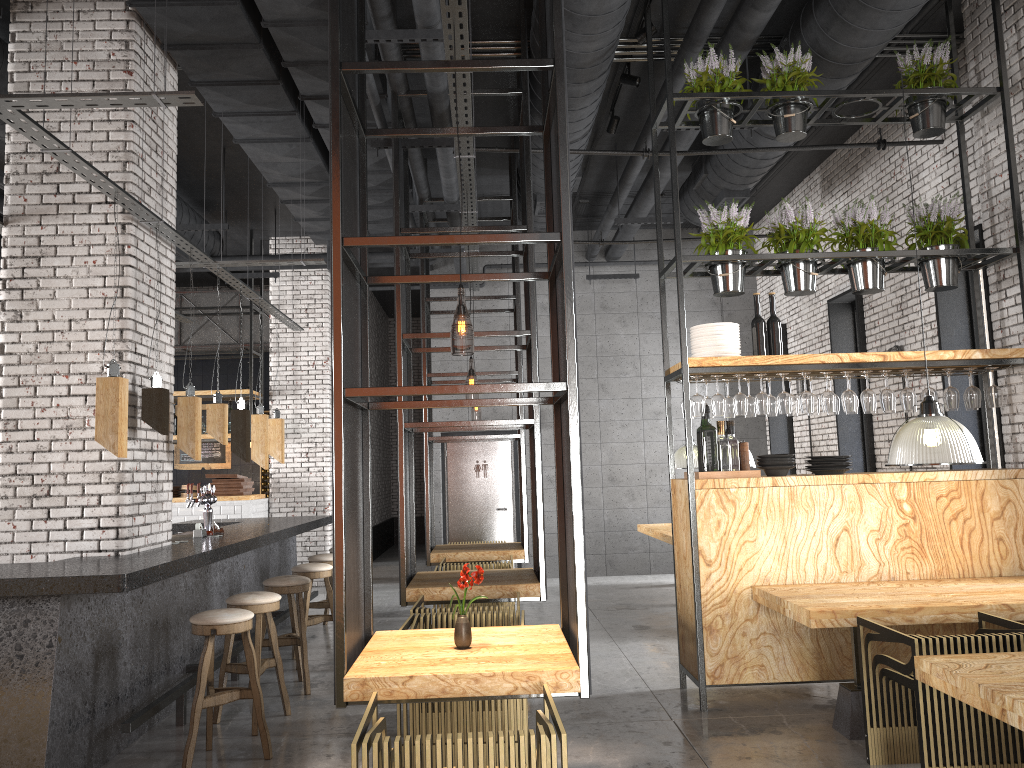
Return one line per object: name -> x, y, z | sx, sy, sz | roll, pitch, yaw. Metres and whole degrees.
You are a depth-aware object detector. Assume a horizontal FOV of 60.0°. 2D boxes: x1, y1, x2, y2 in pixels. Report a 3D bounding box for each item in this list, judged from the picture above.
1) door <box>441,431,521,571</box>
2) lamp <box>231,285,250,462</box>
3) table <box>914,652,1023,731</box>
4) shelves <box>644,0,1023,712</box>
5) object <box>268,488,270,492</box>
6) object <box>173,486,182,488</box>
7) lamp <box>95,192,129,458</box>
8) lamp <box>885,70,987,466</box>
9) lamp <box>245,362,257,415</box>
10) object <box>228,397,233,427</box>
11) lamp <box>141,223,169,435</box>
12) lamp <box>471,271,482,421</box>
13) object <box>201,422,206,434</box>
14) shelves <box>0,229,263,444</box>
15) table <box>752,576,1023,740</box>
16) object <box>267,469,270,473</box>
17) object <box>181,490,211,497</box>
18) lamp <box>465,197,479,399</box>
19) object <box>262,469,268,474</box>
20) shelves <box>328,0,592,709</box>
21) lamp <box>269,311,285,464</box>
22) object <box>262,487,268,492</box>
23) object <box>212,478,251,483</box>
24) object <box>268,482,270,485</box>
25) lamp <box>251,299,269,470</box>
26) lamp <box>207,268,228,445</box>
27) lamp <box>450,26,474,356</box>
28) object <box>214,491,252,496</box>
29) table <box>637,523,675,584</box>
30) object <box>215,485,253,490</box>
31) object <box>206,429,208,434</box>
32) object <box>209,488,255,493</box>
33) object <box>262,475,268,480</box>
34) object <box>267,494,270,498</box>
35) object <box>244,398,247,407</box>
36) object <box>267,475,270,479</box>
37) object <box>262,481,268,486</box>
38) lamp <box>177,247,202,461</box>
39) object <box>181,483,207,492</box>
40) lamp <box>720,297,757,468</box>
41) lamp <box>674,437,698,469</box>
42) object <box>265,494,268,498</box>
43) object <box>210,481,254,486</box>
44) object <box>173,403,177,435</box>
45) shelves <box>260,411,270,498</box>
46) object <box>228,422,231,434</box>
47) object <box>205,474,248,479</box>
door -> -0.453, 1.732, 12.695 | 1.120, 2.108, 0.158 | -2, -7, -2
lamp -> -2.327, -0.103, 7.605 | 0.127, 1.550, 0.127 | -2, -7, -2
table -> 2.640, 1.354, 2.927 | 2.116, 0.765, 0.998 | -2, -6, -2
shelves -> 2.248, -0.463, 6.149 | 2.333, 5.031, 0.688 | -2, -7, -2
object -> -4.126, 1.806, 15.139 | 0.079, 0.079, 0.280 | -2, -6, -2
object -> -4.661, 1.387, 11.908 | 0.458, 0.019, 0.406 | 4, -8, -45
lamp -> -2.255, -0.357, 5.022 | 0.127, 1.550, 0.127 | -2, -7, -2
lamp -> 2.416, -0.727, 5.287 | 0.536, 2.411, 0.536 | -6, -8, 34
lamp -> -4.529, 0.095, 15.290 | 0.390, 0.939, 0.389 | -2, -7, 1
object -> -3.956, 0.441, 12.451 | 0.157, 0.555, 0.105 | -2, -7, 2
lamp -> -2.275, -0.369, 5.676 | 0.127, 1.398, 0.127 | -2, -7, -2
lamp -> -0.391, -0.421, 9.250 | 0.108, 1.603, 0.108 | -6, -8, 30
object -> -4.292, 0.616, 12.260 | 0.118, 0.181, 0.118 | 3, -8, -38
shelves -> -6.435, -0.647, 12.479 | 5.677, 3.074, 0.596 | -2, -7, -2
table -> 2.582, 1.560, 5.024 | 2.116, 0.765, 0.998 | -2, -6, -2
object -> -4.136, 1.490, 15.157 | 0.079, 0.079, 0.280 | -2, -6, -2
object -> -4.202, 1.459, 11.873 | 0.436, 0.097, 0.436 | -4, -6, 23
lamp -> -0.319, -0.677, 6.654 | 0.108, 1.603, 0.108 | 5, -9, -45
object -> -4.231, 1.496, 15.188 | 0.079, 0.079, 0.280 | -2, -6, -2
shelves -> -0.341, -0.640, 6.677 | 1.003, 4.377, 6.133 | -2, -6, -2
lamp -> -2.363, 0.024, 8.896 | 0.127, 1.550, 0.127 | -2, -7, -2
object -> -4.221, 1.810, 15.152 | 0.079, 0.079, 0.280 | -2, -6, -2
object -> -3.751, 1.295, 11.893 | 0.405, 0.044, 0.634 | -1, -6, -8
object -> -4.130, 1.703, 15.171 | 0.079, 0.079, 0.280 | -2, -6, -2
lamp -> -2.344, -0.010, 8.247 | 0.127, 1.610, 0.127 | -2, -7, -2
lamp -> -2.311, -0.230, 6.966 | 0.127, 1.423, 0.127 | -2, -7, -2
lamp -> -0.249, -0.928, 4.106 | 0.108, 1.603, 0.108 | 2, -8, -30
object -> -3.745, 1.471, 11.873 | 0.405, 0.044, 0.634 | -1, -6, -6
table -> 2.230, 2.026, 9.681 | 1.000, 0.765, 4.126 | -2, -6, -2
object -> -3.748, 1.383, 11.883 | 0.405, 0.044, 0.634 | -1, -6, -5
object -> -4.169, 0.611, 12.246 | 0.118, 0.181, 0.118 | 4, -9, -42
object -> -3.747, 1.427, 11.878 | 0.405, 0.044, 0.634 | -2, -6, 1
object -> -4.227, 1.598, 15.151 | 0.079, 0.079, 0.280 | -2, -6, -2
object -> -4.122, 1.908, 15.103 | 0.079, 0.079, 0.280 | -2, -6, -2
object -> -3.768, 0.435, 12.467 | 0.140, 0.551, 0.096 | -2, -7, 2
object -> -4.132, 1.594, 15.140 | 0.079, 0.079, 0.280 | -2, -6, -2
object -> -4.224, 1.704, 15.148 | 0.079, 0.079, 0.280 | -2, -6, -2
lamp -> -2.291, -0.230, 6.313 | 0.127, 1.550, 0.127 | -2, -7, -2
object -> -4.201, 1.392, 11.884 | 0.439, 0.154, 0.436 | 4, -8, -44
lamp -> 2.197, -0.336, 9.222 | 0.536, 2.411, 0.536 | -6, -8, 34
lamp -> 2.149, -0.167, 10.934 | 0.536, 2.411, 0.536 | -7, -9, 40
object -> -4.218, 1.915, 15.143 | 0.079, 0.079, 0.280 | -2, -6, -2
object -> -3.749, 1.339, 11.888 | 0.405, 0.044, 0.634 | -2, -6, -1
object -> -4.733, 0.500, 12.405 | 0.098, 0.472, 0.098 | 0, -7, -13
shelves -> -3.854, 1.533, 15.245 | 0.889, 2.153, 0.250 | -2, -7, -2
object -> -3.926, 0.604, 12.258 | 0.118, 0.181, 0.118 | 1, -7, -25
object -> -3.802, 1.246, 11.834 | 0.406, 0.094, 0.635 | -1, -6, -4
